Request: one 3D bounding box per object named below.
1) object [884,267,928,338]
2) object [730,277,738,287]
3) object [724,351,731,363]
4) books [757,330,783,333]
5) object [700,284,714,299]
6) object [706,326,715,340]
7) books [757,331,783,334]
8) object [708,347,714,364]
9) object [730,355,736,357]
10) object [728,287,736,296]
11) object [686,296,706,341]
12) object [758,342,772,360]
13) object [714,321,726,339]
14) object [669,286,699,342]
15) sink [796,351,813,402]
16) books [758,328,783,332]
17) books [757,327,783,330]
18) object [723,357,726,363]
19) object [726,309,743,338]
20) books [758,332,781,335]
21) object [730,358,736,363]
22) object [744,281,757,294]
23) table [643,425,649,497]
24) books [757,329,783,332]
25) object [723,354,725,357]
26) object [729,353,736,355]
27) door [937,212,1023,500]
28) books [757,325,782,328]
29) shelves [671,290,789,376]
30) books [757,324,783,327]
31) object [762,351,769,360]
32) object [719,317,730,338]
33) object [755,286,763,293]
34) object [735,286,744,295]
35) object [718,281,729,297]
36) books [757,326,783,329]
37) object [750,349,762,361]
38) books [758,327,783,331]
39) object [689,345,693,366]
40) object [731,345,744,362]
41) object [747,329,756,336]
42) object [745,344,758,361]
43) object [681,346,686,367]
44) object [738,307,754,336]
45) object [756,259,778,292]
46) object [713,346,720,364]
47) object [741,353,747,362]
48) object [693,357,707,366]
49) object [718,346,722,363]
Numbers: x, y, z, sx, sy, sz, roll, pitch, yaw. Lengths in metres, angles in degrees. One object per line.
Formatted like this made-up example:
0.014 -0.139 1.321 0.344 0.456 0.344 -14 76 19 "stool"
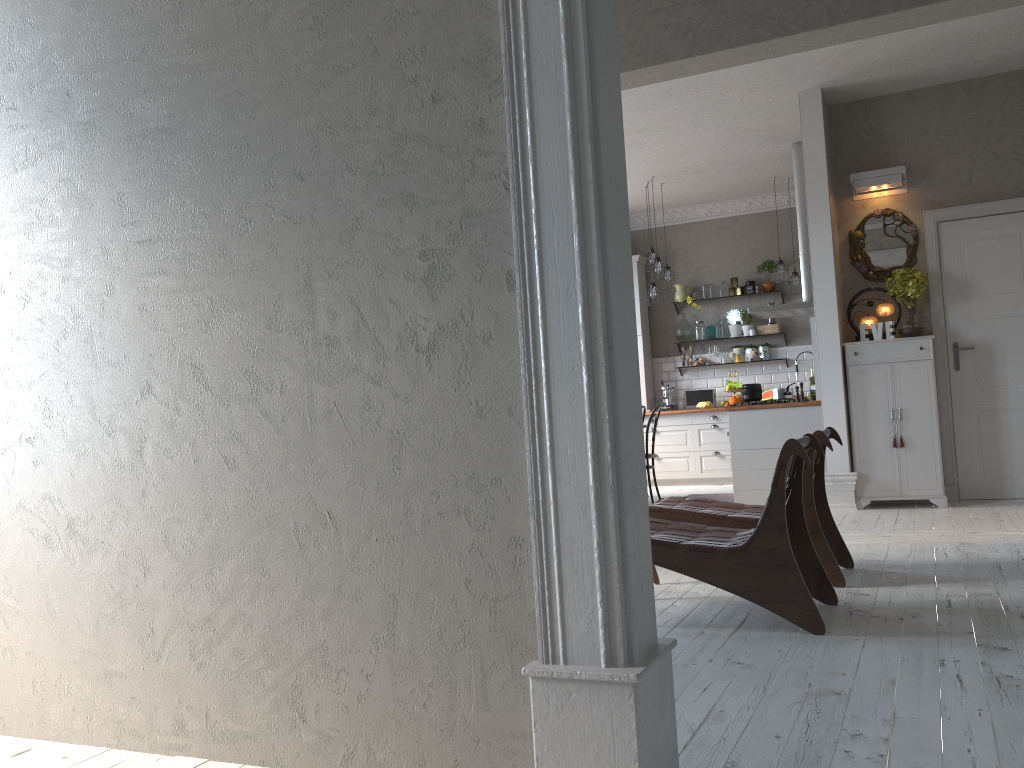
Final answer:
3.096 -0.629 6.877 0.347 0.553 0.291 -2 -3 -32 "object"
2.633 -1.200 10.488 0.082 0.113 0.083 -4 -2 4 "object"
2.557 -0.315 10.497 0.079 0.139 0.078 -3 -2 -3 "object"
3.021 -0.606 10.360 0.256 0.016 0.161 -5 -3 37 "books"
2.345 -1.099 10.634 0.175 0.184 0.169 -2 -3 -27 "object"
2.398 -0.611 10.658 0.124 0.172 0.128 -5 -3 28 "object"
3.021 -0.595 10.360 0.256 0.011 0.160 -5 -3 30 "books"
2.394 -0.337 10.636 0.081 0.217 0.082 -4 -2 10 "object"
2.601 -0.311 10.430 0.075 0.051 0.079 -6 -3 43 "object"
2.614 -1.086 10.509 0.081 0.113 0.084 -5 -3 24 "object"
2.197 -0.788 10.588 0.189 0.540 0.284 -4 -2 16 "object"
2.981 -0.378 10.424 0.156 0.213 0.155 -4 -3 22 "object"
2.470 -0.638 10.528 0.127 0.206 0.122 -1 -3 -43 "object"
2.055 -0.842 10.700 0.336 0.674 0.336 -3 -2 -7 "object"
2.545 0.064 8.061 0.520 0.720 0.494 -5 -3 24 "sink"
3.020 -0.627 10.361 0.256 0.011 0.160 -5 -3 30 "books"
3.018 -0.649 10.362 0.256 0.011 0.160 -5 -3 30 "books"
2.564 -0.284 10.577 0.076 0.083 0.079 -6 -3 42 "object"
2.672 -0.725 10.540 0.240 0.354 0.239 -6 -3 42 "object"
3.022 -0.583 10.359 0.256 0.011 0.160 -5 -3 27 "books"
2.603 -0.276 10.429 0.076 0.051 0.078 -4 -3 17 "object"
2.822 -1.131 10.470 0.140 0.174 0.144 -5 -3 24 "object"
0.580 0.797 8.268 0.890 0.735 1.950 -5 -3 25 "table"
3.020 -0.616 10.361 0.256 0.016 0.161 -5 -3 33 "books"
2.562 -0.317 10.578 0.076 0.083 0.079 -6 -3 42 "object"
2.599 -0.336 10.431 0.076 0.051 0.078 -4 -2 10 "object"
3.768 -0.212 6.813 0.740 2.182 0.081 -4 -2 23 "door"
3.017 -0.670 10.363 0.256 0.016 0.161 -5 -3 33 "books"
2.594 -0.571 10.539 1.296 0.923 0.232 -5 -3 23 "shelves"
3.016 -0.681 10.363 0.256 0.011 0.160 -5 -3 30 "books"
2.951 -0.332 10.309 0.077 0.108 0.079 -4 -2 18 "object"
2.554 -0.666 10.658 0.129 0.264 0.134 -5 -3 30 "object"
2.882 -1.102 10.334 0.092 0.096 0.076 -5 -3 25 "object"
2.691 -1.092 10.471 0.081 0.113 0.084 -5 -3 34 "object"
2.546 -1.128 10.651 0.141 0.220 0.138 -3 -2 -16 "object"
3.017 -0.659 10.362 0.256 0.016 0.161 -5 -3 37 "books"
2.860 -0.341 10.370 0.119 0.147 0.100 -3 -2 -8 "object"
3.019 -0.638 10.362 0.256 0.011 0.160 -5 -3 27 "books"
2.170 -0.341 10.717 0.062 0.264 0.052 -2 -3 -30 "object"
2.685 -0.361 10.534 0.156 0.217 0.156 -4 -2 4 "object"
2.810 -0.601 10.350 0.064 0.071 0.104 -2 -3 -35 "object"
2.829 -0.368 10.481 0.150 0.214 0.170 -2 -3 -36 "object"
2.082 -0.333 10.772 0.053 0.264 0.061 -3 -2 -4 "object"
2.768 -0.748 10.441 0.186 0.380 0.167 -3 -2 -15 "object"
3.005 -1.260 10.340 0.246 0.397 0.255 -1 -3 -41 "object"
2.433 -0.345 10.515 0.081 0.217 0.082 -4 -2 10 "object"
2.729 -0.313 10.435 0.077 0.108 0.079 -4 -2 18 "object"
2.257 -0.273 10.651 0.176 0.111 0.096 -4 -2 1 "object"
2.470 -0.344 10.599 0.081 0.217 0.082 -4 -2 10 "object"
